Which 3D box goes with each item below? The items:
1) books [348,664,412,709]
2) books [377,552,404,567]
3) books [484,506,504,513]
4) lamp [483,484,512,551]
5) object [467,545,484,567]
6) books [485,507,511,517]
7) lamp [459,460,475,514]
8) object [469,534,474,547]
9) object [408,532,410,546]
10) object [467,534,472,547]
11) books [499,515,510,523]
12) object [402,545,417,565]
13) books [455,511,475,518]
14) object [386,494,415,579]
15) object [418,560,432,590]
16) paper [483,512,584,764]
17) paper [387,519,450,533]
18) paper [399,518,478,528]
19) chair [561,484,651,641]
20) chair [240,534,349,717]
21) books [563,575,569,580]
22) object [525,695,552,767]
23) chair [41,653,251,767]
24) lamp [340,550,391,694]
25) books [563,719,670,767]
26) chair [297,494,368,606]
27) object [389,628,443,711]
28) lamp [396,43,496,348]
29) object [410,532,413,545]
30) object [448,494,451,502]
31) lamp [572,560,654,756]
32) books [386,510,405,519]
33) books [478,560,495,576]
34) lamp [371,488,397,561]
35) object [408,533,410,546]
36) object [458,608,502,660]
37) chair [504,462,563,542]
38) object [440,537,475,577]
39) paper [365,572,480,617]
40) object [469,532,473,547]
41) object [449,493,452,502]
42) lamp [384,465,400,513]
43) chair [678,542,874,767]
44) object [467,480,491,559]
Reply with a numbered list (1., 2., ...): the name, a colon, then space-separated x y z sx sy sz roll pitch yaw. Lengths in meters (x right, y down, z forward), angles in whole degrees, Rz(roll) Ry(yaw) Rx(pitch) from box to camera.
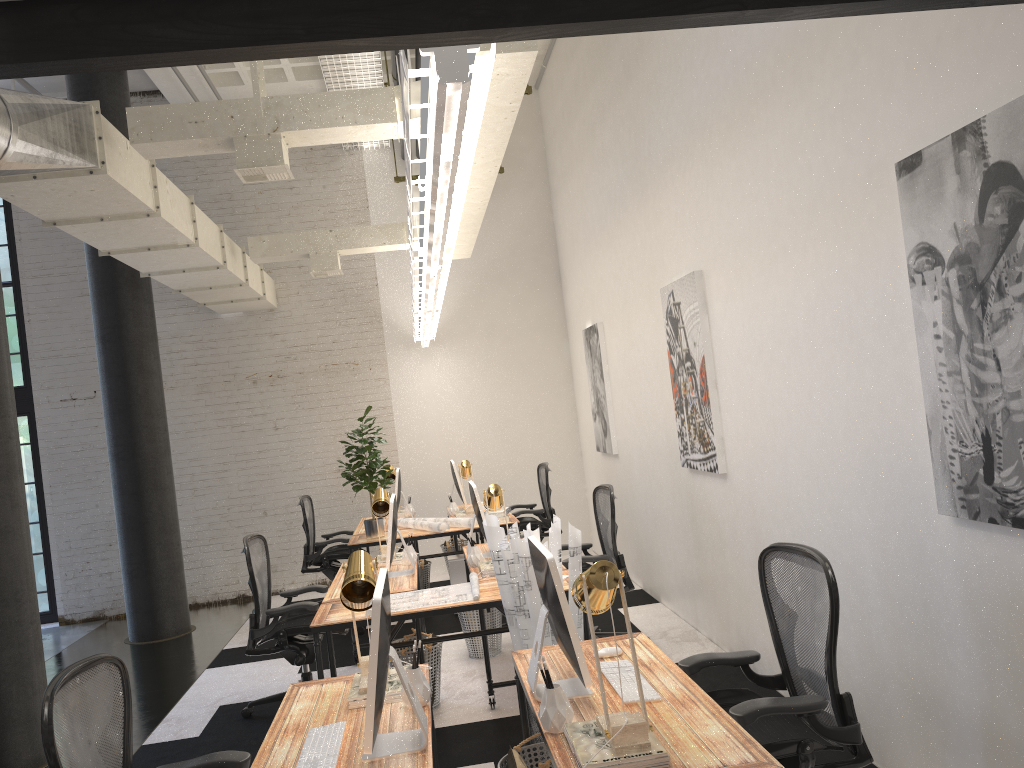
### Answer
1. books: -0.458 1.067 3.141 0.225 0.038 0.309 -7 -1 -6
2. books: -0.809 1.185 6.016 0.225 0.038 0.309 -7 -1 -6
3. books: -0.144 1.036 7.351 0.153 0.030 0.185 -7 -1 -8
4. lamp: -0.087 0.827 5.298 0.127 0.470 0.344 -7 -1 -6
5. object: -0.226 1.058 5.446 0.101 0.126 0.101 -8 -1 39
6. books: -0.125 1.065 7.351 0.193 0.044 0.257 -7 -2 11
7. lamp: -0.397 0.913 7.963 0.126 0.470 0.344 -7 -1 -6
8. object: -0.228 1.015 5.433 0.054 0.207 0.008 -6 -1 -41
9. object: -0.680 1.080 5.828 0.054 0.207 0.008 -6 -1 -41
10. object: -0.240 1.017 5.435 0.054 0.207 0.008 -7 -1 -19
11. books: -0.140 1.114 7.334 0.200 0.050 0.271 -7 -1 -9
12. object: -0.672 1.121 5.814 0.101 0.126 0.101 -8 -1 39
13. books: -0.390 1.163 7.907 0.225 0.038 0.309 -7 -1 -6
14. object: -0.717 0.937 5.473 0.189 0.485 0.484 -7 -1 -6
15. object: -0.864 1.749 7.808 0.353 0.435 0.359 -7 -1 -10
16. paper: 0.153 1.168 4.163 0.412 1.198 0.441 -6 -1 -28
17. paper: -0.819 1.181 7.466 0.083 0.082 1.135 -6 -2 -32
18. paper: -0.654 1.162 7.483 0.083 0.082 1.135 -6 -2 -42
19. chair: 0.467 1.234 5.817 0.792 1.085 0.771 -6 -1 -23
20. chair: -1.306 1.436 5.437 0.792 1.085 0.771 -6 -1 -23
21. books: 0.156 1.048 4.743 0.243 0.019 0.205 -8 -2 31
22. object: 0.217 1.575 4.140 0.353 0.398 0.353 -8 -1 39
23. chair: -0.955 1.318 2.562 0.792 1.085 0.771 -6 -1 -23
24. lamp: -0.510 0.820 3.091 0.126 0.470 0.344 -7 -1 -6
25. books: 0.272 0.960 2.367 0.225 0.038 0.309 -7 -1 -6
26. chair: -1.616 1.522 8.101 0.792 1.085 0.771 -6 -1 -23
27. object: -0.553 1.664 5.144 0.353 0.435 0.359 -7 -1 -10
28. lamp: -0.679 -1.899 5.609 0.226 2.863 7.305 -7 -1 -6
29. object: -0.668 1.079 5.825 0.054 0.207 0.008 -7 -1 -19
30. object: -0.551 1.103 8.100 0.054 0.207 0.008 -7 -1 -19
31. lamp: 0.264 0.709 2.423 0.127 0.470 0.344 -7 -1 -6
32. books: -1.119 1.271 8.681 0.225 0.038 0.309 -7 -1 -6
33. books: -0.079 1.078 5.242 0.225 0.038 0.309 -7 -1 -6
34. lamp: -0.860 0.937 5.966 0.127 0.470 0.344 -7 -1 -6
35. object: -0.669 1.077 5.801 0.008 0.207 0.054 -7 -1 -23
36. object: -0.209 1.648 6.104 0.353 0.435 0.359 -7 -1 -10
37. chair: 0.156 1.320 8.482 0.792 1.085 0.771 -6 -1 -23
38. object: -0.520 1.733 8.768 0.353 0.435 0.359 -7 -1 -10
39. paper: -0.458 1.105 4.681 0.625 0.061 0.568 -7 -2 -9
40. object: -0.239 1.017 5.459 0.008 0.207 0.054 -7 -1 -23
41. object: -0.550 1.103 8.124 0.008 0.207 0.054 -7 -1 -23
42. lamp: -1.172 1.023 8.630 0.126 0.470 0.344 -7 -1 -6
43. chair: 0.818 1.116 2.942 0.792 1.085 0.771 -6 -1 -23
44. object: -0.223 0.886 5.791 0.189 0.485 0.484 -7 -1 -6
